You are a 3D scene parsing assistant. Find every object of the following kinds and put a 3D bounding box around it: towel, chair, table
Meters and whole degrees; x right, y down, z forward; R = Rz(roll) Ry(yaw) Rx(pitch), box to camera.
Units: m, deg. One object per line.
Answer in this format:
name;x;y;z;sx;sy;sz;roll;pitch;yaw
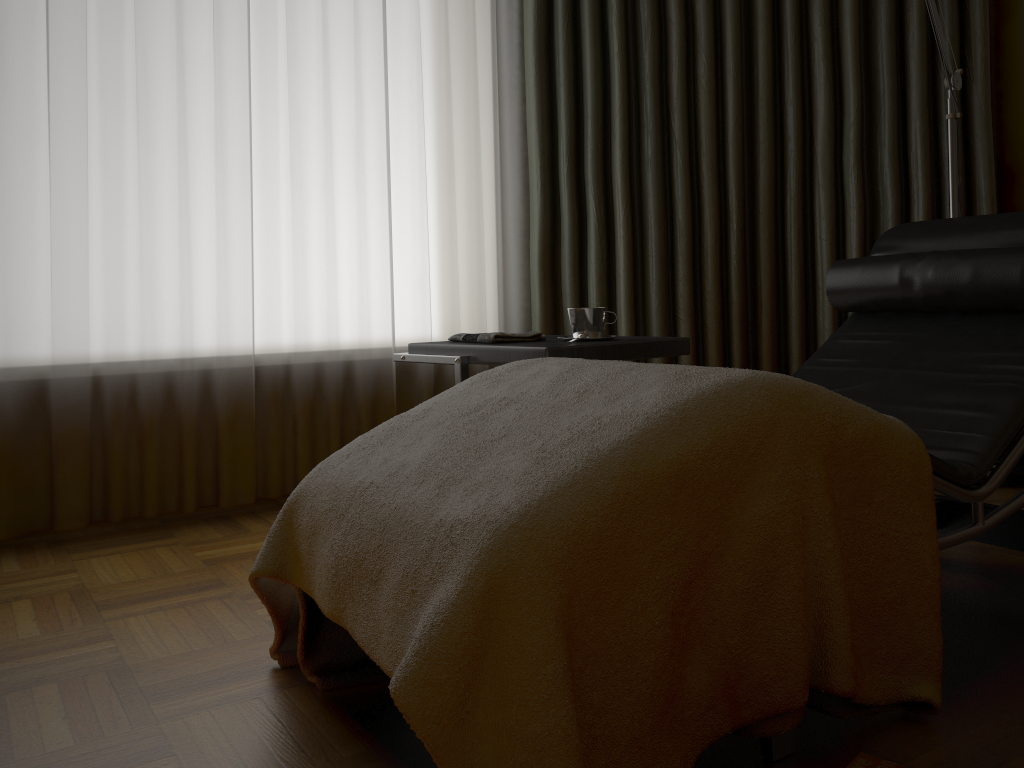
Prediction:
towel;-0.035;-0.118;2.251;0.179;0.035;0.241;-4;6;-29
chair;0.553;0.047;1.681;1.791;0.796;0.636;-4;3;-33
table;0.090;-0.089;2.240;0.500;0.045;0.518;-6;7;-41

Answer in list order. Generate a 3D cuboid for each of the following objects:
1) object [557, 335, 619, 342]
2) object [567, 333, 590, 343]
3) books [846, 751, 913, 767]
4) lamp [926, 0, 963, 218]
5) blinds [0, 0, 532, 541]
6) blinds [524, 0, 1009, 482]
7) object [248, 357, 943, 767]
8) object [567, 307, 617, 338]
object;0.187;-0.112;2.170;0.150;0.009;0.150;-4;6;-27
object;0.153;-0.109;2.074;0.029;0.019;0.124;0;5;26
books;0.436;0.450;0.937;0.173;0.018;0.124;3;7;41
lamp;0.733;-0.519;1.900;1.417;1.965;0.451;-2;1;-29
blinds;-0.852;-0.786;2.618;2.200;2.289;0.092;-3;1;-33
blinds;0.788;-0.924;2.997;1.532;2.450;0.224;-1;0;12
object;0.104;0.232;1.409;0.910;0.519;0.919;-4;5;-32
object;0.191;-0.148;2.173;0.111;0.078;0.098;-4;4;-31
